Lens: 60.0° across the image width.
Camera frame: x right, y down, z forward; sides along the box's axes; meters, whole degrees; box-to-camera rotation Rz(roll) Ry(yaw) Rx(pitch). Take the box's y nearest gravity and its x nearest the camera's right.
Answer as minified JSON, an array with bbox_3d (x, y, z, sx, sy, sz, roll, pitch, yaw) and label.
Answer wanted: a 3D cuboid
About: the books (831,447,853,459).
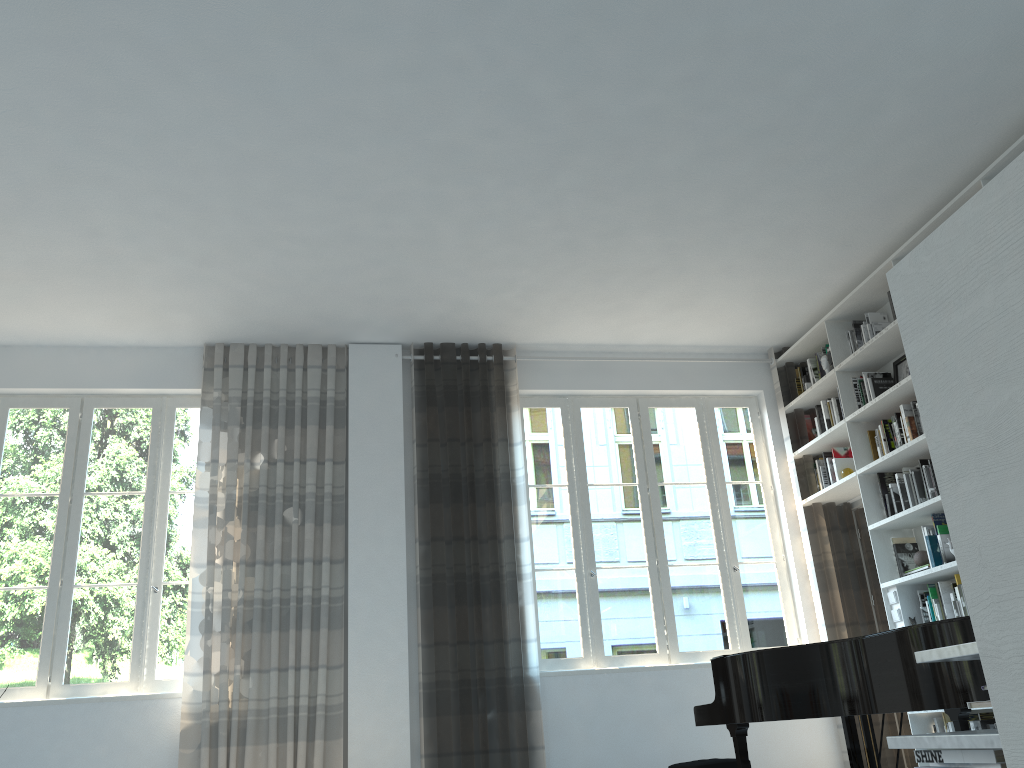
[{"bbox_3d":[2.379,0.594,6.291,0.179,0.297,0.013,0,-22,-10],"label":"books"}]

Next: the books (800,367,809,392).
[{"bbox_3d":[2.289,-0.003,6.716,0.177,0.268,0.025,0,-22,-10],"label":"books"}]

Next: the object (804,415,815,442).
[{"bbox_3d":[2.301,0.370,6.697,0.176,0.294,0.035,0,-22,-10],"label":"object"}]

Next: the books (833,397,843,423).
[{"bbox_3d":[2.376,0.216,6.268,0.165,0.250,0.030,0,-22,-10],"label":"books"}]

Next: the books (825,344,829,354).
[{"bbox_3d":[2.362,-0.140,6.446,0.129,0.313,0.029,0,-22,-10],"label":"books"}]

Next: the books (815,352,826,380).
[{"bbox_3d":[2.336,-0.096,6.509,0.181,0.281,0.039,0,-22,-10],"label":"books"}]

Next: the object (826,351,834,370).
[{"bbox_3d":[2.254,-0.144,6.228,0.068,0.197,0.067,-16,-25,29],"label":"object"}]

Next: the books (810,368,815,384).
[{"bbox_3d":[2.315,-0.029,6.569,0.175,0.205,0.030,0,-22,-10],"label":"books"}]

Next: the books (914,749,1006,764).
[{"bbox_3d":[0.977,0.766,1.836,0.157,0.025,0.235,2,-23,-15],"label":"books"}]

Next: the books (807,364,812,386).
[{"bbox_3d":[2.312,-0.037,6.650,0.160,0.280,0.010,0,-22,-10],"label":"books"}]

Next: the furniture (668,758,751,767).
[{"bbox_3d":[1.042,2.128,4.584,0.467,0.352,0.240,11,-26,-33],"label":"furniture"}]

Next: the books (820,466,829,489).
[{"bbox_3d":[2.345,0.704,6.455,0.181,0.219,0.010,0,-22,-10],"label":"books"}]

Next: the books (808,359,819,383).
[{"bbox_3d":[2.313,-0.068,6.547,0.190,0.261,0.057,0,-22,-10],"label":"books"}]

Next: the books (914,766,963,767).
[{"bbox_3d":[0.981,0.792,1.826,0.159,0.012,0.293,-1,-22,-8],"label":"books"}]

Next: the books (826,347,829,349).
[{"bbox_3d":[2.367,-0.139,6.397,0.158,0.274,0.013,0,-22,-10],"label":"books"}]

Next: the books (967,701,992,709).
[{"bbox_3d":[1.185,0.689,1.936,0.297,0.014,0.185,1,-22,-11],"label":"books"}]

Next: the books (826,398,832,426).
[{"bbox_3d":[2.366,0.242,6.383,0.155,0.290,0.038,0,-22,-10],"label":"books"}]

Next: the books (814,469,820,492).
[{"bbox_3d":[2.329,0.734,6.538,0.179,0.227,0.013,0,-22,-10],"label":"books"}]

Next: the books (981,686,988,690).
[{"bbox_3d":[1.186,0.650,1.930,0.269,0.009,0.132,-1,-22,-7],"label":"books"}]

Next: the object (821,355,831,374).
[{"bbox_3d":[2.240,-0.113,6.302,0.068,0.197,0.067,-16,-25,29],"label":"object"}]

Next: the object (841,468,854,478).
[{"bbox_3d":[2.342,0.628,6.184,0.087,0.087,0.087,-20,-26,35],"label":"object"}]

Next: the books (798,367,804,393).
[{"bbox_3d":[2.284,0.006,6.760,0.175,0.284,0.014,0,-22,-10],"label":"books"}]

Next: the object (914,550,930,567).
[{"bbox_3d":[2.521,1.074,5.439,0.105,0.106,0.106,10,-25,-31],"label":"object"}]

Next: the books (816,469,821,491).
[{"bbox_3d":[2.333,0.732,6.525,0.162,0.221,0.013,0,-22,-10],"label":"books"}]

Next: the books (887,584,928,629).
[{"bbox_3d":[2.493,1.413,5.451,0.307,0.338,0.106,0,-22,-10],"label":"books"}]

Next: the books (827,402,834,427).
[{"bbox_3d":[2.365,0.247,6.340,0.192,0.248,0.012,0,-22,-10],"label":"books"}]

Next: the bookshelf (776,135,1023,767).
[{"bbox_3d":[2.822,0.125,3.563,0.330,3.129,6.324,0,-22,-10],"label":"bookshelf"}]

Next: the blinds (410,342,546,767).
[{"bbox_3d":[-0.256,1.214,5.928,0.776,3.217,0.140,0,-22,-10],"label":"blinds"}]

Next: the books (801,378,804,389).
[{"bbox_3d":[2.293,0.041,6.726,0.167,0.194,0.024,0,-22,-10],"label":"books"}]

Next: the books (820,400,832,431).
[{"bbox_3d":[2.342,0.255,6.405,0.179,0.285,0.021,0,-22,-10],"label":"books"}]

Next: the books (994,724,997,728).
[{"bbox_3d":[1.192,0.722,1.899,0.249,0.009,0.144,0,-22,-10],"label":"books"}]

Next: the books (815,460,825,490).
[{"bbox_3d":[2.336,0.693,6.507,0.170,0.280,0.023,0,-22,-10],"label":"books"}]

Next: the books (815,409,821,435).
[{"bbox_3d":[2.339,0.306,6.546,0.162,0.295,0.012,0,-22,-10],"label":"books"}]

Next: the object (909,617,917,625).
[{"bbox_3d":[2.420,1.473,5.328,0.045,0.146,0.045,-15,-24,25],"label":"object"}]

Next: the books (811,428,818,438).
[{"bbox_3d":[2.334,0.400,6.618,0.129,0.175,0.122,0,-22,-10],"label":"books"}]

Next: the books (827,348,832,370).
[{"bbox_3d":[2.361,-0.139,6.353,0.167,0.242,0.025,0,-22,-10],"label":"books"}]

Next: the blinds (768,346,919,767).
[{"bbox_3d":[2.491,1.225,6.430,0.776,3.217,0.140,0,-22,-10],"label":"blinds"}]

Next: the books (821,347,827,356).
[{"bbox_3d":[2.349,-0.127,6.462,0.145,0.303,0.014,0,-22,-10],"label":"books"}]

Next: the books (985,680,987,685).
[{"bbox_3d":[1.185,0.641,1.937,0.228,0.014,0.150,1,-22,-12],"label":"books"}]

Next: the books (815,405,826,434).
[{"bbox_3d":[2.332,0.288,6.482,0.186,0.281,0.023,0,-22,-10],"label":"books"}]

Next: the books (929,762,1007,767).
[{"bbox_3d":[0.992,0.782,1.832,0.132,0.010,0.258,-1,-22,-7],"label":"books"}]

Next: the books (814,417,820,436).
[{"bbox_3d":[2.336,0.351,6.553,0.166,0.217,0.034,0,-22,-10],"label":"books"}]

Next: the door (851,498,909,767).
[{"bbox_3d":[3.005,1.680,5.968,0.786,1.972,0.837,0,-22,-10],"label":"door"}]

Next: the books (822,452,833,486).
[{"bbox_3d":[2.346,0.632,6.377,0.187,0.296,0.013,0,-22,-10],"label":"books"}]

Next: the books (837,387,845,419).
[{"bbox_3d":[2.389,0.163,6.206,0.189,0.302,0.012,0,-22,-10],"label":"books"}]

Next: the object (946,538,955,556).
[{"bbox_3d":[2.470,0.926,4.946,0.044,0.139,0.082,7,-24,-25],"label":"object"}]

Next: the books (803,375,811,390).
[{"bbox_3d":[2.298,0.026,6.677,0.182,0.185,0.028,0,-22,-10],"label":"books"}]

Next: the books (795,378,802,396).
[{"bbox_3d":[2.273,0.060,6.803,0.188,0.218,0.014,0,-22,-10],"label":"books"}]

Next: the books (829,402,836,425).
[{"bbox_3d":[2.368,0.243,6.324,0.173,0.243,0.022,0,-22,-10],"label":"books"}]

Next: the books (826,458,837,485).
[{"bbox_3d":[2.352,0.640,6.318,0.188,0.236,0.022,0,-22,-10],"label":"books"}]

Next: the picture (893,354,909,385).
[{"bbox_3d":[2.548,-0.059,5.694,0.077,0.298,0.301,0,-22,-10],"label":"picture"}]

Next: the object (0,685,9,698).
[{"bbox_3d":[-0.976,0.598,1.187,0.436,0.519,0.310,-11,-23,18],"label":"object"}]

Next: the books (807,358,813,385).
[{"bbox_3d":[2.317,-0.054,6.611,0.189,0.282,0.028,0,-22,-10],"label":"books"}]

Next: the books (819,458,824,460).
[{"bbox_3d":[2.355,0.690,6.531,0.135,0.301,0.013,0,-22,-10],"label":"books"}]

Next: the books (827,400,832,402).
[{"bbox_3d":[2.363,0.243,6.355,0.162,0.267,0.013,0,-22,-10],"label":"books"}]

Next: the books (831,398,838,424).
[{"bbox_3d":[2.372,0.222,6.295,0.167,0.260,0.026,0,-22,-10],"label":"books"}]

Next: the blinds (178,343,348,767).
[{"bbox_3d":[-1.567,1.190,5.692,1.026,3.247,0.184,0,-22,-11],"label":"blinds"}]
